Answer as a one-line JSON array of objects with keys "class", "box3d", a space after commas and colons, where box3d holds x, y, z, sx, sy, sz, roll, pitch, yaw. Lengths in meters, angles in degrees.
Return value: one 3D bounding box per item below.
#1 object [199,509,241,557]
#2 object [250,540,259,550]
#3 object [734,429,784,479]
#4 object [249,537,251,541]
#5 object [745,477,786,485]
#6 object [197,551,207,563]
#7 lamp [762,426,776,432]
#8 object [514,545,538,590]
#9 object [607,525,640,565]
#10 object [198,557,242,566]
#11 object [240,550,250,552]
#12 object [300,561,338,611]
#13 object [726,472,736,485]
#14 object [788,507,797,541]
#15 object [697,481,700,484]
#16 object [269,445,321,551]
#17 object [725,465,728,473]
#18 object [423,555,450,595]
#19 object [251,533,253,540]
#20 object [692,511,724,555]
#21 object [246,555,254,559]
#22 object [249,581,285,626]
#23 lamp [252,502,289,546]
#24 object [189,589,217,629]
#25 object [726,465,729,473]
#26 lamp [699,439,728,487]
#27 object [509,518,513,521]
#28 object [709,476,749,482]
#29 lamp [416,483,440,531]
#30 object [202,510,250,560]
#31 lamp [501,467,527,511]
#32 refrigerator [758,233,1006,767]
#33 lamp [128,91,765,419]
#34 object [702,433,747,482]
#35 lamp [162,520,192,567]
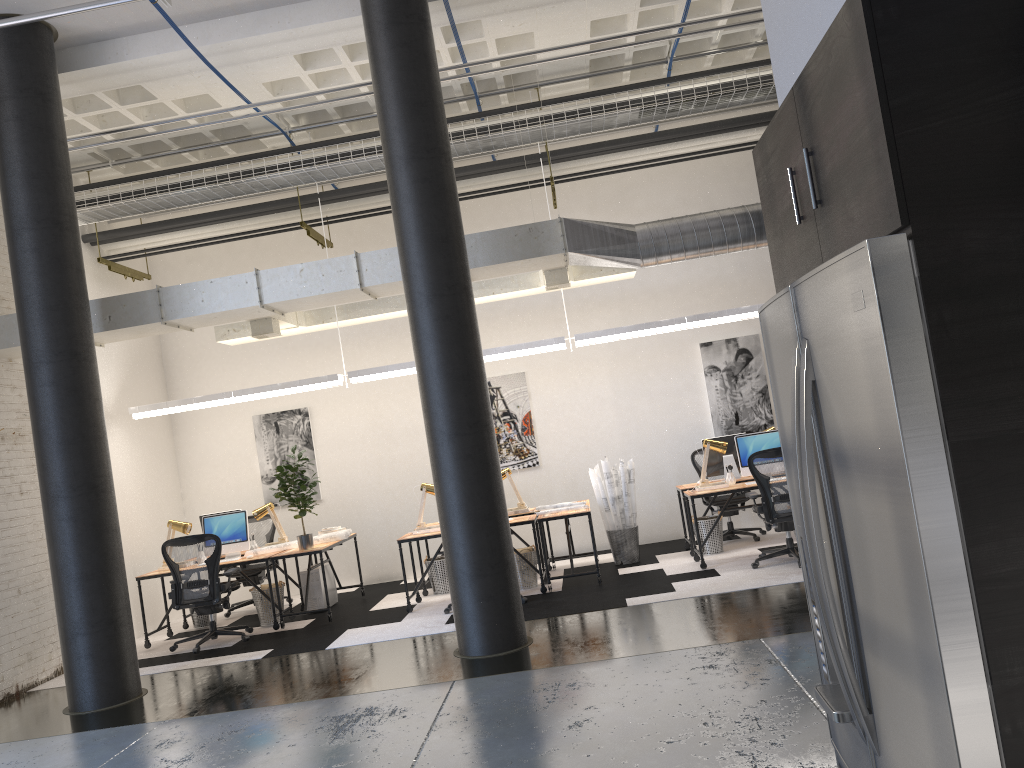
[{"class": "object", "box3d": [-3.195, 1.660, 9.824, 0.484, 0.485, 0.190, -9, -3, 4]}, {"class": "object", "box3d": [-2.839, 1.780, 9.732, 0.101, 0.126, 0.101, -6, -4, -41]}, {"class": "object", "box3d": [2.526, 0.729, 8.952, 0.484, 0.485, 0.190, -9, -3, 4]}, {"class": "object", "box3d": [-2.860, 1.740, 9.728, 0.054, 0.207, 0.008, -8, -3, -13]}, {"class": "object", "box3d": [2.520, 0.952, 8.722, 0.439, 0.017, 0.119, -9, -3, 4]}, {"class": "object", "box3d": [-3.278, 1.826, 9.355, 0.101, 0.126, 0.101, -6, -4, -41]}, {"class": "lamp", "box3d": [2.809, 0.692, 9.550, 0.344, 0.469, 0.128, -9, -3, 4]}, {"class": "object", "box3d": [0.112, 1.877, 9.096, 0.359, 0.434, 0.353, -9, -3, 0]}, {"class": "object", "box3d": [1.232, 1.767, 9.677, 0.353, 0.398, 0.353, -6, -4, -41]}, {"class": "object", "box3d": [-2.984, 1.815, 9.049, 0.439, 0.017, 0.119, -9, -3, 4]}, {"class": "object", "box3d": [-3.117, 1.896, 10.033, 0.439, 0.017, 0.119, -9, -3, 4]}, {"class": "object", "box3d": [-2.131, 2.245, 9.817, 0.221, 0.454, 0.544, -9, -3, 4]}, {"class": "object", "box3d": [2.226, 0.963, 9.028, 0.101, 0.126, 0.101, -6, -4, -41]}, {"class": "object", "box3d": [2.969, 1.419, 8.936, 0.359, 0.434, 0.353, -9, -3, 0]}, {"class": "object", "box3d": [2.064, 1.079, 9.738, 0.059, 0.029, 0.106, -9, -3, 5]}, {"class": "object", "box3d": [-2.188, 1.152, 9.007, 0.513, 1.077, 0.439, -9, -3, -5]}, {"class": "object", "box3d": [2.205, 0.924, 9.030, 0.008, 0.207, 0.054, -7, -3, -31]}, {"class": "object", "box3d": [-0.757, 2.045, 9.607, 0.359, 0.434, 0.353, -9, -3, 0]}, {"class": "object", "box3d": [-2.836, 1.737, 9.723, 0.008, 0.207, 0.054, -9, -3, -9]}, {"class": "object", "box3d": [2.100, 1.586, 9.447, 0.359, 0.434, 0.353, -9, -3, 0]}, {"class": "object", "box3d": [-2.663, 1.756, 9.019, 0.059, 0.029, 0.106, -9, -3, 5]}, {"class": "object", "box3d": [-2.536, 2.282, 9.263, 0.359, 0.434, 0.353, -9, -3, 0]}, {"class": "lamp", "box3d": [-2.696, 1.555, 9.877, 0.344, 0.469, 0.126, -9, -3, 4]}, {"class": "object", "box3d": [-3.405, 2.449, 9.773, 0.359, 0.434, 0.353, -9, -3, 0]}, {"class": "object", "box3d": [2.210, 0.924, 9.042, 0.008, 0.207, 0.054, -9, -3, -9]}, {"class": "lamp", "box3d": [2.018, 0.777, 8.902, 0.344, 0.469, 0.126, -9, -3, 4]}, {"class": "object", "box3d": [-0.015, 1.352, 8.852, 0.059, 0.029, 0.106, -9, -3, 5]}, {"class": "object", "box3d": [2.388, 1.033, 9.707, 0.439, 0.017, 0.119, -9, -3, 4]}, {"class": "lamp", "box3d": [-0.839, 1.236, 9.063, 0.344, 0.469, 0.128, -9, -3, 4]}, {"class": "object", "box3d": [-2.978, 1.592, 9.279, 0.484, 0.485, 0.190, -9, -3, 4]}, {"class": "lamp", "box3d": [-0.048, 1.151, 9.710, 0.344, 0.469, 0.128, -9, -3, 4]}, {"class": "refrigerator", "box3d": [1.057, 0.614, 1.748, 0.821, 1.771, 0.853, -9, -3, 4]}, {"class": "lamp", "box3d": [-0.800, -1.559, 9.626, 7.303, 2.862, 0.226, -9, -3, 4]}, {"class": "object", "box3d": [2.309, 0.796, 9.498, 0.484, 0.485, 0.190, -9, -3, 4]}, {"class": "lamp", "box3d": [-3.486, 1.640, 9.228, 0.344, 0.469, 0.126, -9, -3, 4]}]
